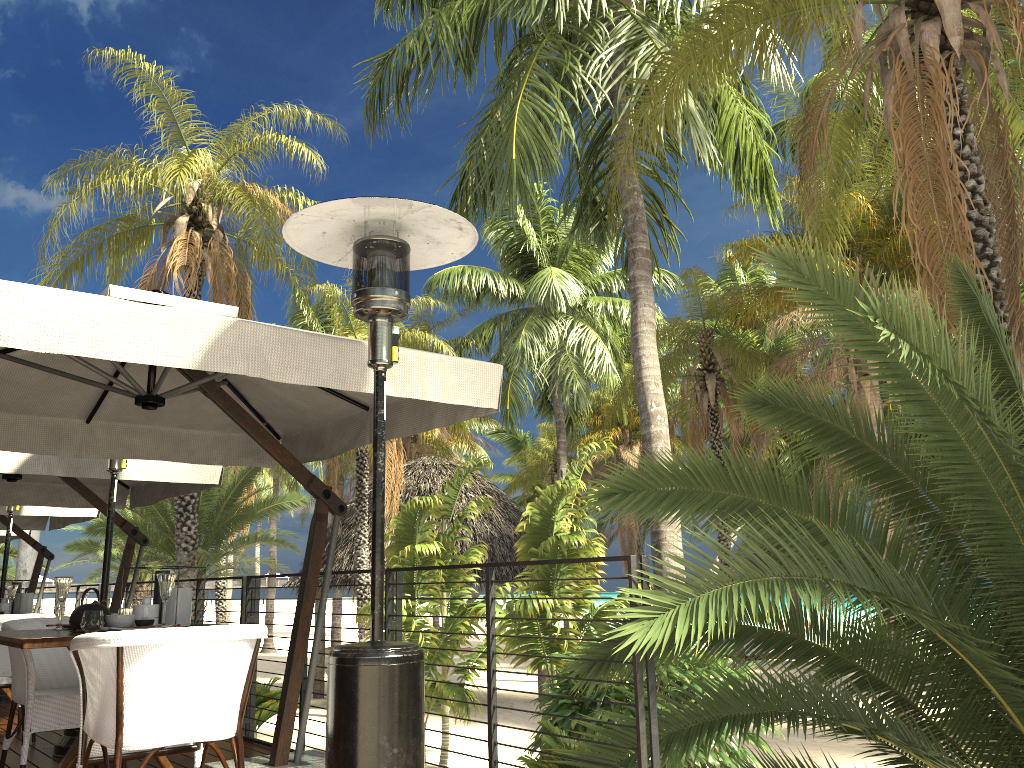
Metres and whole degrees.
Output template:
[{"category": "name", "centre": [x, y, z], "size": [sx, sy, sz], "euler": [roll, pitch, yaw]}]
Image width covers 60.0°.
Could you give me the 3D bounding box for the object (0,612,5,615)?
[{"category": "object", "centre": [-3.668, 1.649, 6.327], "size": [0.080, 0.042, 0.080], "euler": [-13, -17, 41]}]

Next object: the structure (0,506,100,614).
[{"category": "structure", "centre": [-5.892, 1.937, 9.169], "size": [2.410, 2.343, 2.407], "euler": [9, -17, -37]}]

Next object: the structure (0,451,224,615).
[{"category": "structure", "centre": [-3.796, 1.311, 6.609], "size": [2.410, 2.343, 2.407], "euler": [9, -17, -37]}]

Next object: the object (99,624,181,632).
[{"category": "object", "centre": [-1.493, 0.989, 3.587], "size": [0.294, 0.025, 0.170], "euler": [9, -16, -38]}]

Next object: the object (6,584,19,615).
[{"category": "object", "centre": [-3.592, 1.555, 6.355], "size": [0.082, 0.228, 0.082], "euler": [9, -17, -37]}]

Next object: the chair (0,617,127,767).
[{"category": "chair", "centre": [-2.191, 1.558, 4.358], "size": [0.626, 0.791, 0.615], "euler": [9, -17, -36]}]

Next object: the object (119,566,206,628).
[{"category": "object", "centre": [-1.572, 0.962, 4.002], "size": [0.263, 0.265, 0.262], "euler": [-3, -13, 6]}]

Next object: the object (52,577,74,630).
[{"category": "object", "centre": [-2.002, 0.973, 3.940], "size": [0.082, 0.228, 0.082], "euler": [9, -17, -37]}]

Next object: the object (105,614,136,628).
[{"category": "object", "centre": [-1.628, 0.993, 3.682], "size": [0.116, 0.065, 0.115], "euler": [7, -16, -34]}]

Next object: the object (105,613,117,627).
[{"category": "object", "centre": [-1.843, 1.067, 3.987], "size": [0.116, 0.065, 0.115], "euler": [7, -16, -34]}]

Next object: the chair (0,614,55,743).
[{"category": "chair", "centre": [-3.329, 1.889, 5.709], "size": [0.626, 0.791, 0.615], "euler": [9, -17, -36]}]

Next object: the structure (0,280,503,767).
[{"category": "structure", "centre": [-1.700, 0.685, 4.049], "size": [2.410, 2.343, 2.407], "euler": [9, -17, -37]}]

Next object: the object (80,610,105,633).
[{"category": "object", "centre": [-1.705, 0.966, 3.605], "size": [0.086, 0.086, 0.086], "euler": [7, -16, -33]}]

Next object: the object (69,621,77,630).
[{"category": "object", "centre": [-1.919, 1.066, 3.924], "size": [0.080, 0.042, 0.080], "euler": [-6, -14, 19]}]

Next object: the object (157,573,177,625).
[{"category": "object", "centre": [-1.474, 0.922, 3.769], "size": [0.082, 0.228, 0.082], "euler": [9, -17, -37]}]

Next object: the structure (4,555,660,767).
[{"category": "structure", "centre": [-7.711, 3.605, 12.965], "size": [0.163, 1.158, 26.193], "euler": [9, -17, -38]}]

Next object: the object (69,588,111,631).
[{"category": "object", "centre": [-1.805, 0.967, 3.811], "size": [0.167, 0.179, 0.162], "euler": [10, -17, -39]}]

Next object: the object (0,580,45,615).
[{"category": "object", "centre": [-3.689, 1.594, 6.588], "size": [0.263, 0.265, 0.262], "euler": [-3, -13, 6]}]

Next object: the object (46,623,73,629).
[{"category": "object", "centre": [-1.977, 1.110, 4.072], "size": [0.294, 0.025, 0.170], "euler": [9, -16, -38]}]

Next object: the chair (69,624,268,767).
[{"category": "chair", "centre": [-1.217, 1.258, 3.129], "size": [0.626, 0.791, 0.615], "euler": [9, -17, -36]}]

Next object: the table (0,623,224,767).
[{"category": "table", "centre": [-1.702, 1.432, 3.764], "size": [0.930, 0.752, 0.929], "euler": [9, -17, -38]}]

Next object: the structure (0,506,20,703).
[{"category": "structure", "centre": [-4.610, 1.721, 8.051], "size": [0.698, 2.202, 0.697], "euler": [-12, -17, 38]}]

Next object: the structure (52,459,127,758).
[{"category": "structure", "centre": [-2.501, 1.091, 5.474], "size": [0.698, 2.202, 0.697], "euler": [-12, -17, 38]}]

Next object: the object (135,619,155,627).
[{"category": "object", "centre": [-1.551, 1.016, 3.741], "size": [0.080, 0.042, 0.080], "euler": [-13, -17, 41]}]

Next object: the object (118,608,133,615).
[{"category": "object", "centre": [-1.770, 1.073, 4.072], "size": [0.086, 0.086, 0.086], "euler": [7, -16, -33]}]

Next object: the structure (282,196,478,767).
[{"category": "structure", "centre": [-0.448, 0.478, 2.967], "size": [0.698, 2.202, 0.697], "euler": [-12, -17, 38]}]

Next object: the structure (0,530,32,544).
[{"category": "structure", "centre": [-7.988, 2.563, 11.729], "size": [2.410, 2.343, 2.407], "euler": [9, -17, -37]}]

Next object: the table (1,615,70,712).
[{"category": "table", "centre": [-3.804, 2.060, 6.331], "size": [0.930, 0.752, 0.929], "euler": [9, -17, -38]}]
